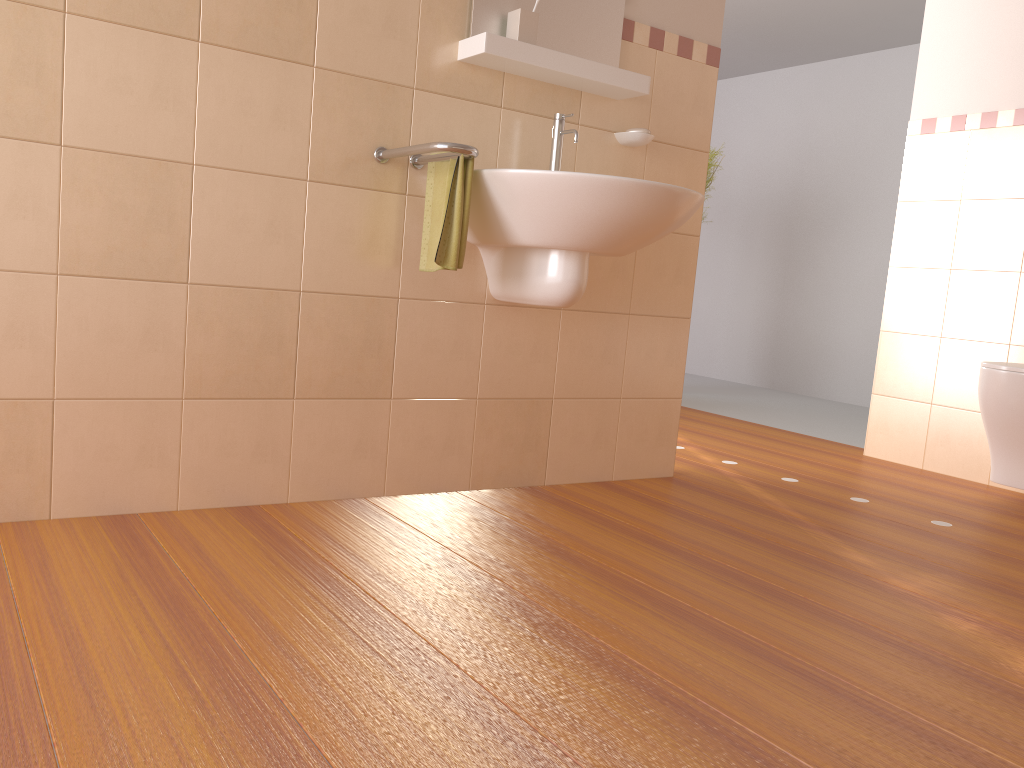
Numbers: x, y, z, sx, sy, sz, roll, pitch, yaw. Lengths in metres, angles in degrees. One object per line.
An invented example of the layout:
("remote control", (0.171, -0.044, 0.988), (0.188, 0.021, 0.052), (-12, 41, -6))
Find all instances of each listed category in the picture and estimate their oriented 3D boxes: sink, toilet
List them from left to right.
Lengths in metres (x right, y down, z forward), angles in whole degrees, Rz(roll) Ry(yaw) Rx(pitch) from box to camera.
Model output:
("sink", (0.201, -0.451, 2.296), (0.683, 0.516, 0.539), (1, 8, -34))
("toilet", (1.764, 0.148, 2.916), (0.534, 0.400, 0.375), (1, 8, -34))

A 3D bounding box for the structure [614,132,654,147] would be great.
("structure", (0.372, -0.724, 2.631), (0.117, 0.029, 0.092), (1, 8, -34))

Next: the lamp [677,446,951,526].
("lamp", (-0.181, 0.359, 2.021), (3.173, 0.001, 2.893), (1, 8, -34))

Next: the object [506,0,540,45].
("object", (0.033, -0.956, 2.328), (0.063, 0.149, 0.073), (1, 8, -34))

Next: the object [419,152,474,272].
("object", (-0.159, -0.425, 2.175), (0.085, 0.306, 0.181), (3, 7, -18))

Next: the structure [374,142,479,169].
("structure", (-0.197, -0.553, 2.132), (0.142, 0.042, 0.333), (1, 8, -34))

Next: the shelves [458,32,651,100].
("shelves", (0.124, -0.858, 2.415), (0.554, 0.050, 0.138), (1, 8, -34))

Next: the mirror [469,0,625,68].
("mirror", (0.134, -1.293, 2.408), (0.502, 0.799, 0.008), (1, 8, -34))

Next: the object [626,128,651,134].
("object", (0.374, -0.746, 2.631), (0.075, 0.023, 0.050), (8, 7, 20))

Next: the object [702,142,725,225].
("object", (0.940, -0.731, 5.498), (0.683, 1.557, 1.335), (5, 7, -2))
